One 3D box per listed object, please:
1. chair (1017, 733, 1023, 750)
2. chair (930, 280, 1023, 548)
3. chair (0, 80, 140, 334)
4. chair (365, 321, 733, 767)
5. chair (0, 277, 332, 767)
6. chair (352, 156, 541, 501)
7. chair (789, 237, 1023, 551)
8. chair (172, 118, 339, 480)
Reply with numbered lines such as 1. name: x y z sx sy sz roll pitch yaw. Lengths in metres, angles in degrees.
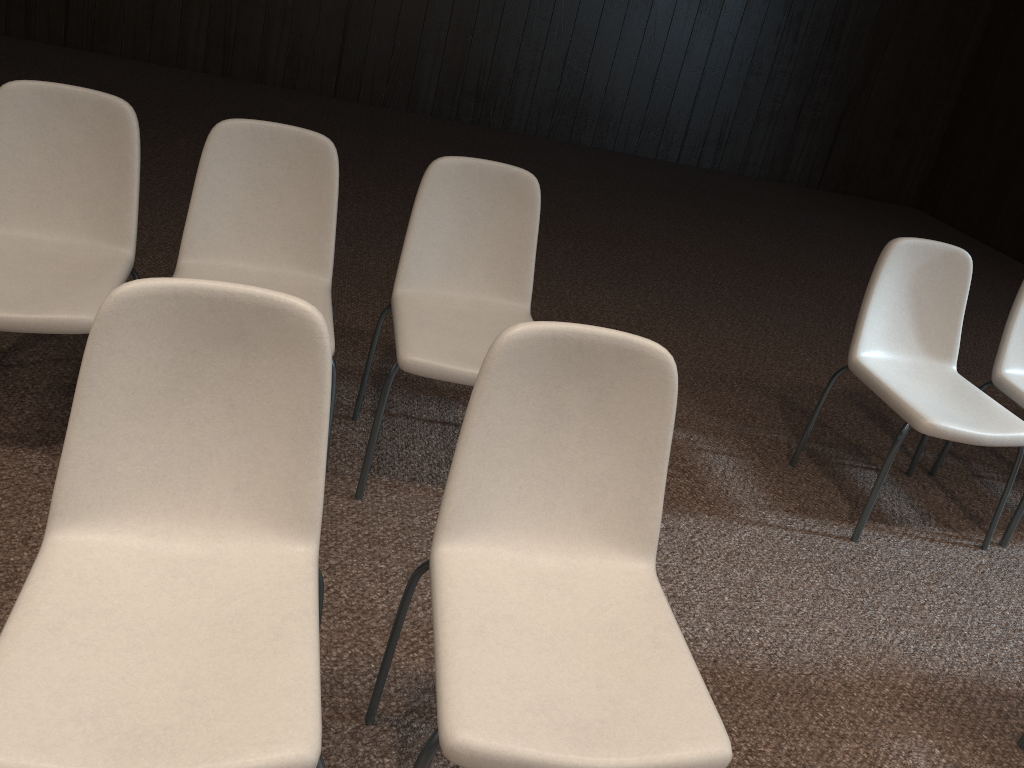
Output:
1. chair: 1.603 0.609 1.849 0.529 0.858 0.589 9 22 -13
2. chair: 1.987 0.083 3.099 0.529 0.858 0.589 9 22 -12
3. chair: -1.250 -0.290 2.287 0.528 0.858 0.589 8 22 -15
4. chair: 0.084 0.415 1.505 0.529 0.858 0.589 9 22 -13
5. chair: -0.516 0.357 1.332 0.528 0.858 0.589 8 22 -15
6. chair: -0.125 -0.158 2.563 0.528 0.858 0.589 8 22 -15
7. chair: 1.398 0.024 2.932 0.528 0.858 0.589 8 22 -15
8. chair: -0.716 -0.224 2.411 0.528 0.858 0.589 8 22 -16
